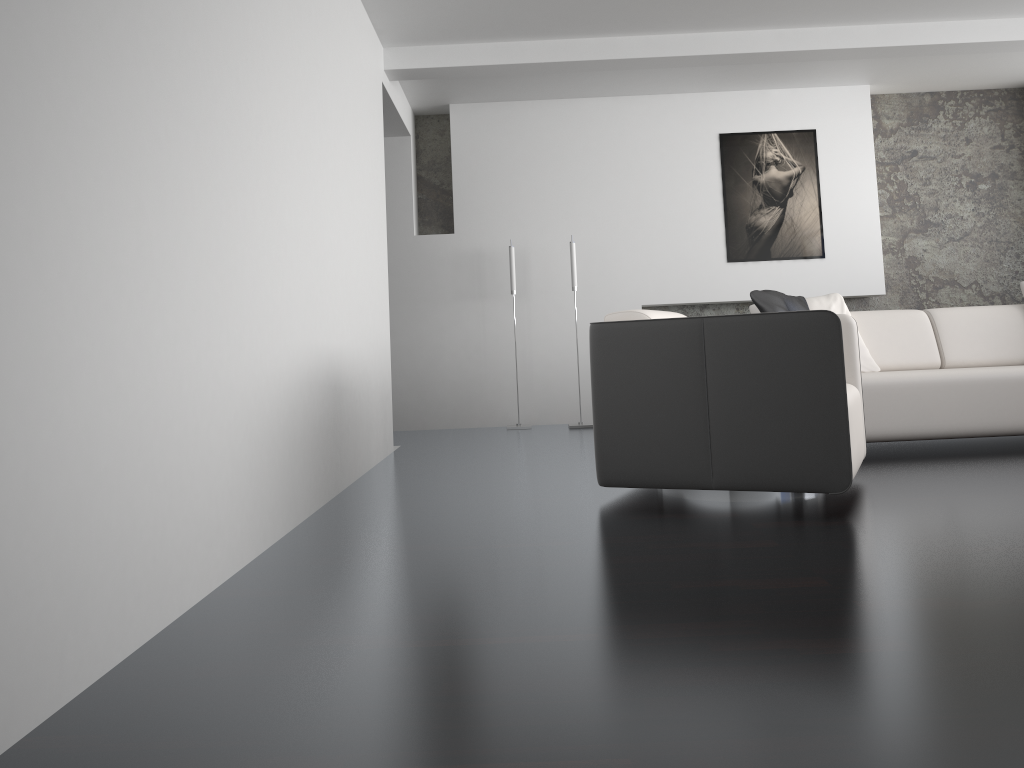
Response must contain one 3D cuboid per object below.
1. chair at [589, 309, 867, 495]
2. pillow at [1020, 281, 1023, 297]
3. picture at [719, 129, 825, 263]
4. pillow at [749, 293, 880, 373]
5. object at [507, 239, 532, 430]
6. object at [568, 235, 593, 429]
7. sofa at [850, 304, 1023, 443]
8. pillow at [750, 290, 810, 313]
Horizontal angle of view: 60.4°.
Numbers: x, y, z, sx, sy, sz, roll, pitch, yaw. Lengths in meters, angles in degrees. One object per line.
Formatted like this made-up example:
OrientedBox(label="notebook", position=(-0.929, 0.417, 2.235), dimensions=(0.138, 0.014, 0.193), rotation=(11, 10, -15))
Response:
OrientedBox(label="chair", position=(0.857, 0.025, 3.453), dimensions=(0.916, 0.666, 0.766), rotation=(-3, -1, 25))
OrientedBox(label="pillow", position=(3.142, -0.335, 4.843), dimensions=(0.587, 0.512, 0.297), rotation=(-3, -3, 5))
OrientedBox(label="picture", position=(1.995, -1.447, 6.759), dimensions=(0.745, 1.013, 0.004), rotation=(-2, -5, 1))
OrientedBox(label="pillow", position=(1.637, -0.249, 4.781), dimensions=(0.585, 0.503, 0.321), rotation=(-2, -3, -10))
OrientedBox(label="object", position=(0.024, -0.376, 6.502), dimensions=(0.180, 1.407, 0.178), rotation=(-3, -5, 1))
OrientedBox(label="object", position=(0.470, -0.391, 6.396), dimensions=(0.180, 1.407, 0.178), rotation=(-3, -5, 1))
OrientedBox(label="sofa", position=(2.355, -0.086, 4.688), dimensions=(2.239, 0.666, 0.915), rotation=(-3, 0, -2))
OrientedBox(label="pillow", position=(1.485, -0.265, 4.513), dimensions=(0.566, 0.453, 0.276), rotation=(-2, -2, -45))
